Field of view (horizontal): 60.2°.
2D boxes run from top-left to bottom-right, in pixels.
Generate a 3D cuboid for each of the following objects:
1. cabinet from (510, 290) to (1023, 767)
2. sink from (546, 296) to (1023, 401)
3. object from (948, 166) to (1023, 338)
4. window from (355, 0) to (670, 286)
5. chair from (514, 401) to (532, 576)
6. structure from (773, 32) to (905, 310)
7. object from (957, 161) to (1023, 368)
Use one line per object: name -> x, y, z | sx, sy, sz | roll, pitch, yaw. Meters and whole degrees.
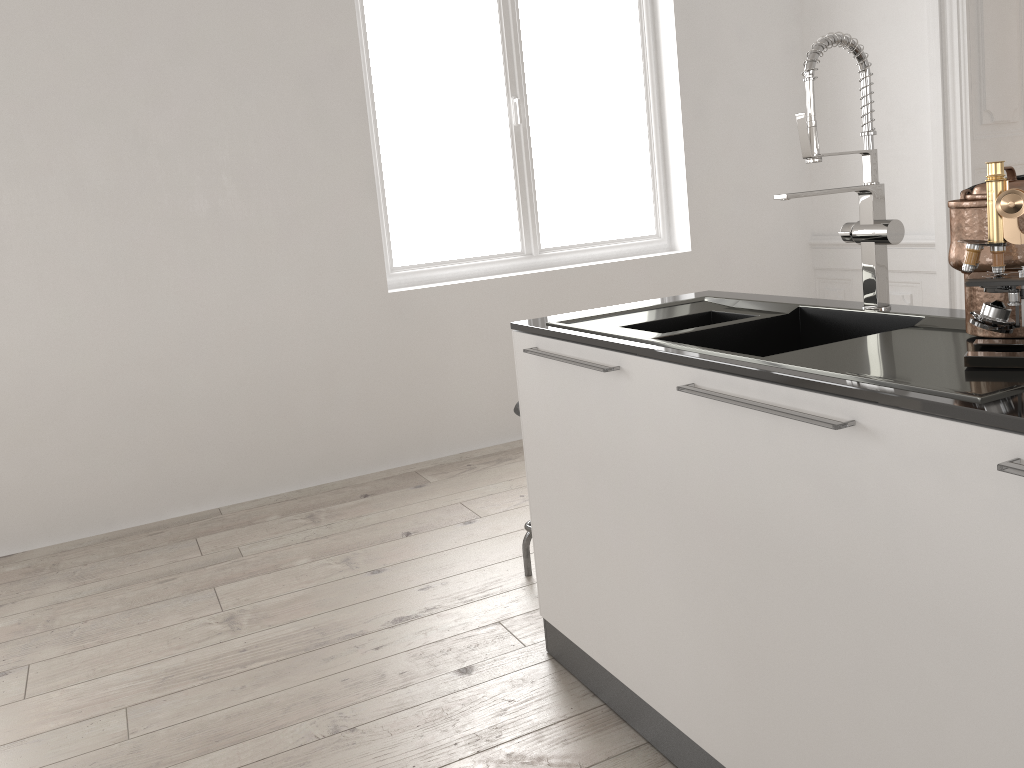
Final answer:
cabinet -> -0.079, 0.577, 0.892 | 2.720, 0.872, 2.480 | -11, 12, -24
sink -> 0.557, -0.040, 1.737 | 0.487, 0.139, 1.174 | -11, 13, -24
object -> 0.838, -0.225, 1.486 | 0.186, 0.277, 0.211 | -3, 9, 16
window -> 0.053, -1.465, 4.523 | 1.734, 1.723, 0.071 | -10, 8, -25
chair -> 0.230, 0.317, 2.767 | 0.402, 0.572, 0.406 | 1, 11, 39
structure -> 0.653, -0.426, 1.823 | 0.281, 0.575, 0.131 | -9, 8, -25
object -> 0.741, -0.179, 1.283 | 0.169, 0.288, 0.133 | 0, 10, 35
